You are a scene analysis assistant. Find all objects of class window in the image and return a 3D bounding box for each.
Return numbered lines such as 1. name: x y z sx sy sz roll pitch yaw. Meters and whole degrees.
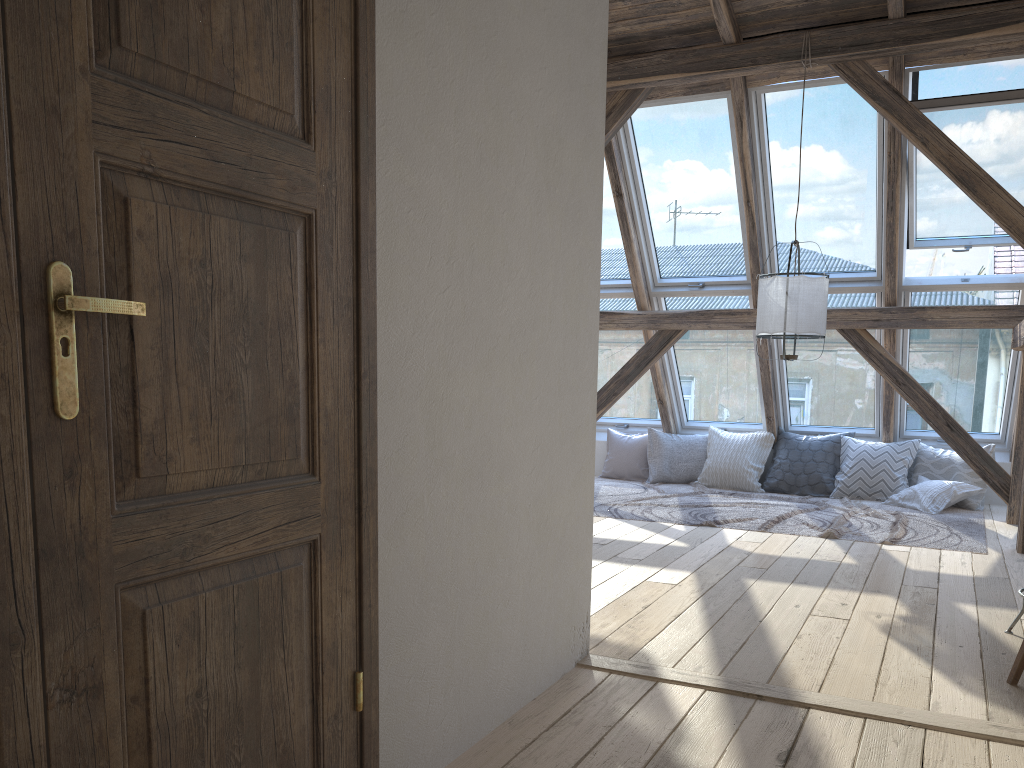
1. window: 2.112 -1.327 5.990 0.852 1.294 1.086 4 6 26
2. window: 0.465 -1.368 6.798 0.852 1.294 1.086 4 6 26
3. window: 1.289 -1.348 6.394 0.852 1.294 1.086 4 6 26
4. window: 2.958 -1.307 5.630 0.852 1.293 1.394 4 5 26
5. window: 1.713 -0.159 7.446 0.852 1.294 1.086 4 6 26
6. window: 0.890 -0.179 7.850 0.852 1.294 1.086 4 6 26
7. window: 2.537 -0.138 7.042 0.852 1.294 1.086 4 6 26
8. window: 3.360 -0.117 6.638 0.852 1.294 1.086 4 6 26

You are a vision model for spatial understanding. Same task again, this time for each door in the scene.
1. door: -0.469 -0.068 1.434 0.081 2.100 0.832 5 8 27

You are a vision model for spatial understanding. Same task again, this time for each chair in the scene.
1. chair: 1.861 0.687 2.839 0.339 0.604 0.338 -5 9 -43
2. chair: 2.145 0.663 3.379 0.353 0.645 0.350 -3 7 -30

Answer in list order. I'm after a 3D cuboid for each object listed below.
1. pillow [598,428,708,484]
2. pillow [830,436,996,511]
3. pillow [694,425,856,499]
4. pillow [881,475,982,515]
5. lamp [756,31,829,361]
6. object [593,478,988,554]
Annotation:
1. pillow: 1.329 0.658 7.951 1.131 0.532 0.430 2 5 19
2. pillow: 3.172 0.700 6.969 1.150 0.541 0.497 2 5 31
3. pillow: 2.207 0.646 7.487 1.268 0.571 0.463 2 5 27
4. pillow: 3.148 0.845 6.645 0.474 0.245 0.531 0 2 -22
5. lamp: 1.700 -1.093 5.216 0.399 1.923 0.401 -2 8 -22
6. object: 1.785 0.893 6.655 3.177 0.057 2.172 1 1 27
